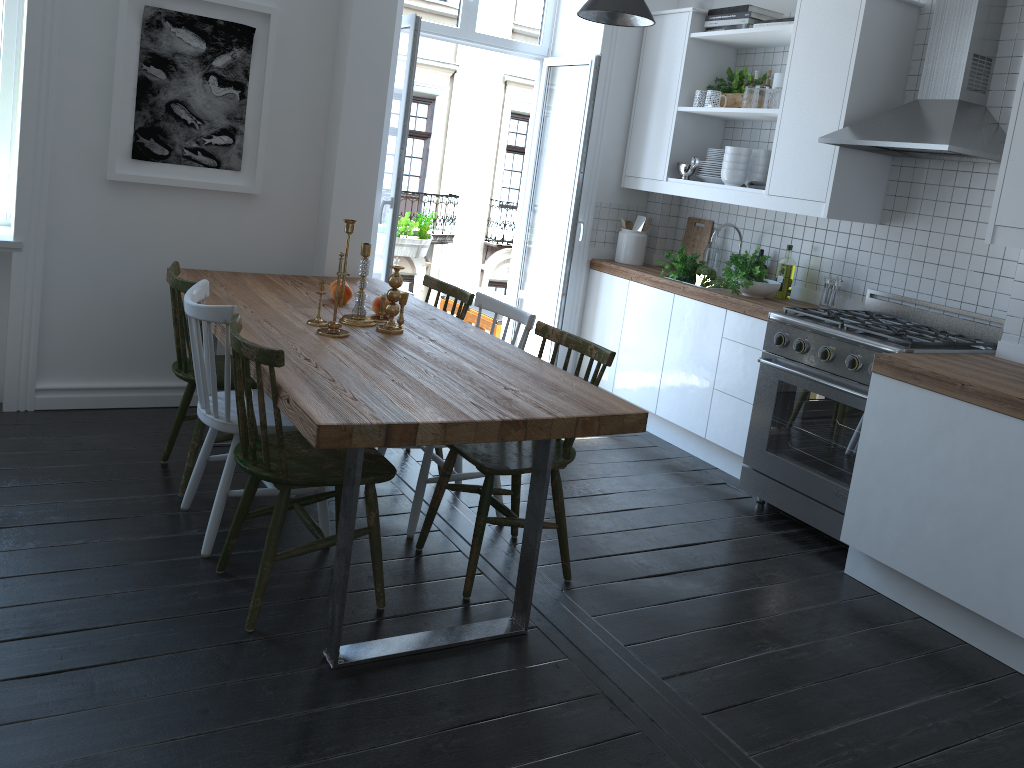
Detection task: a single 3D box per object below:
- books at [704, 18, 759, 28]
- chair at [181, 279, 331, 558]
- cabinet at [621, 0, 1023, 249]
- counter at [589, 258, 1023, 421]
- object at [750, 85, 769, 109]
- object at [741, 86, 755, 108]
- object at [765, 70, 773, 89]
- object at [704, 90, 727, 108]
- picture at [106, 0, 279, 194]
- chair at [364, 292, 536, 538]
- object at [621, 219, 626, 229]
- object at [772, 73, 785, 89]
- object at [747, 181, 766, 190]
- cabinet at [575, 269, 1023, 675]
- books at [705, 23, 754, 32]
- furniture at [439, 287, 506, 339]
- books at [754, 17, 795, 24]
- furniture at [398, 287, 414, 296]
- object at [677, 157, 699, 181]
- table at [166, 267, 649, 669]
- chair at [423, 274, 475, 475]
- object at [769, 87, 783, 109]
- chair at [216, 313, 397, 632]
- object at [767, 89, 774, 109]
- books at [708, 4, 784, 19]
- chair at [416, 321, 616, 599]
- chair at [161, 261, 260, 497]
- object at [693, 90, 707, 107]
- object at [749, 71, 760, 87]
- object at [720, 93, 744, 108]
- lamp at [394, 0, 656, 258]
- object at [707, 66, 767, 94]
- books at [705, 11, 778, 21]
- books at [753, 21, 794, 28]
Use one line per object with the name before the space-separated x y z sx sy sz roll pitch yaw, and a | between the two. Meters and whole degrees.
books | 1.271 -1.968 4.855 0.259 0.030 0.336 -1 17 -32
chair | -0.899 0.098 3.055 0.509 0.828 0.476 2 11 -31
cabinet | 1.556 -0.543 3.827 0.777 2.328 3.878 4 13 -27
counter | 1.324 -0.301 4.133 0.845 0.072 3.170 -1 16 -30
object | 1.274 -1.465 4.515 0.086 0.117 0.088 6 10 -8
object | 1.244 -1.489 4.595 0.086 0.117 0.088 6 10 -8
object | 1.386 -1.589 4.794 0.056 0.230 0.057 4 9 -28
object | 1.117 -1.560 4.846 0.083 0.098 0.110 -1 14 -41
picture | -1.482 -1.361 4.099 0.686 0.873 0.085 2 10 -31
chair | -0.218 0.085 3.470 0.509 0.828 0.476 2 11 -31
object | 0.689 -0.879 5.390 0.055 0.258 0.150 13 11 33
object | 1.427 -1.543 4.704 0.084 0.218 0.087 4 9 -24
object | 1.338 -1.015 4.549 0.277 0.041 0.251 -3 18 -37
cabinet | 1.319 0.119 4.214 0.727 0.799 3.259 3 14 -23
books | 1.279 -1.928 4.855 0.259 0.043 0.359 0 16 -28
furniture | -0.170 -0.462 6.600 0.399 0.368 0.941 1 15 -31
books | 1.469 -1.847 4.541 0.274 0.015 0.349 0 16 -29
furniture | -1.074 -0.519 6.343 0.599 0.368 0.409 0 13 -31
object | 0.989 -1.213 4.951 0.101 0.132 0.215 4 13 -19
table | -0.624 0.123 3.352 1.016 0.703 2.277 1 15 -30
chair | -0.488 -0.042 3.861 0.485 0.813 0.477 2 11 -32
object | 1.358 -1.444 4.477 0.087 0.117 0.087 13 11 27
chair | -0.631 0.241 2.666 0.485 0.813 0.477 2 11 -32
object | 1.351 -1.467 4.562 0.087 0.117 0.087 13 11 27
books | 1.285 -2.031 4.851 0.258 0.037 0.333 0 16 -28
chair | 0.010 0.232 3.044 0.485 0.814 0.477 2 11 -32
chair | -1.129 -0.033 3.483 0.485 0.814 0.477 2 11 -32
object | 1.070 -1.595 4.959 0.084 0.098 0.109 13 12 27
object | 1.323 -1.599 4.815 0.061 0.221 0.060 15 11 41
object | 1.273 -1.559 4.920 0.153 0.101 0.402 1 15 -30
lamp | -0.060 -1.809 5.311 0.491 2.467 2.760 3 12 -31
object | 1.248 -1.664 4.973 0.163 0.250 0.354 0 14 -40
books | 1.291 -1.994 4.847 0.287 0.030 0.359 -1 16 -30
books | 1.458 -1.821 4.539 0.260 0.037 0.358 -1 16 -31
